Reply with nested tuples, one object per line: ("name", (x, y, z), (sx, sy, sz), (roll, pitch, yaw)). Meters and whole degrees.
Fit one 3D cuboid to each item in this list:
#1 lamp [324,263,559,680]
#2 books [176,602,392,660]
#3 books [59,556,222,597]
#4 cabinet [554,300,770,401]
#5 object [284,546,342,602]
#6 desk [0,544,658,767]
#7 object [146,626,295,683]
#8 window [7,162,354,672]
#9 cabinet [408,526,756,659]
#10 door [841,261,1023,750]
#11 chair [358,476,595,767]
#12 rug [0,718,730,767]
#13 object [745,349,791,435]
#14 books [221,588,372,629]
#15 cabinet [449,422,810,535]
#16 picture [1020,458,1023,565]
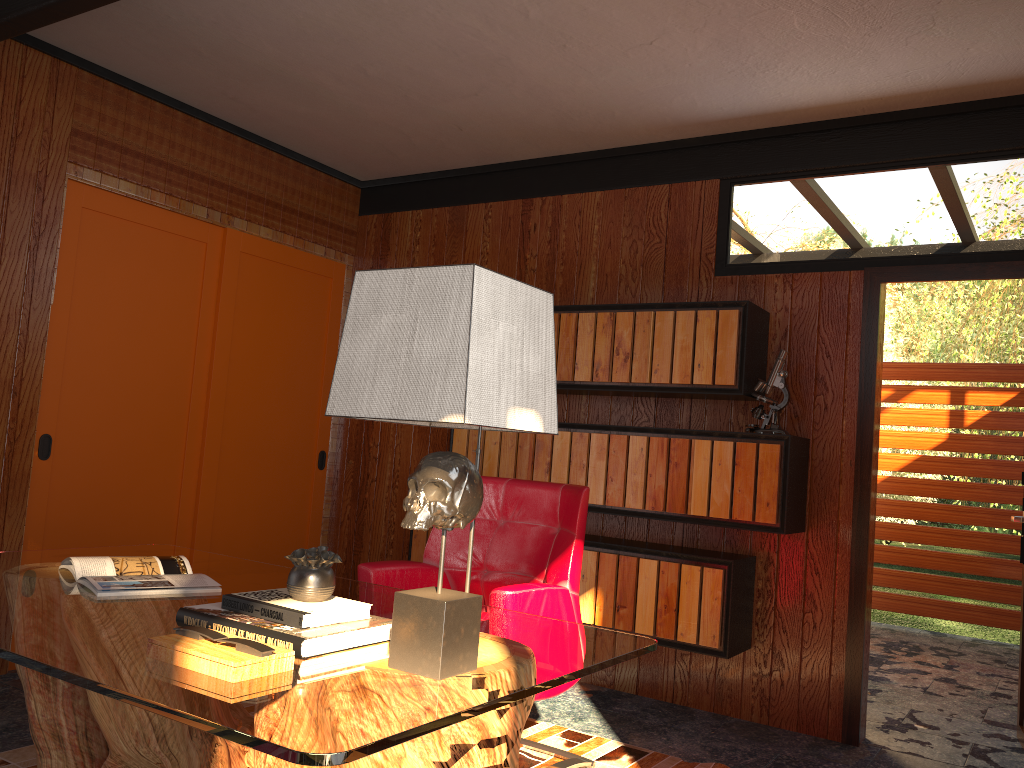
("lamp", (-0.134, 0.169, 1.667), (0.316, 0.732, 0.316), (2, -5, 33))
("books", (-0.473, 0.508, 1.877), (0.366, 0.040, 0.286), (2, -5, 33))
("books", (-0.996, 0.499, 2.364), (0.300, 0.049, 0.422), (8, -6, -38))
("cabinet", (0.334, -0.154, 4.181), (1.653, 0.390, 0.321), (2, -5, 33))
("object", (-0.437, 0.406, 1.904), (0.121, 0.114, 0.118), (2, -5, 27))
("desk", (-0.764, 0.841, 2.124), (1.900, 0.632, 1.150), (2, -5, 33))
("object", (-0.523, 0.477, 1.594), (0.238, 0.049, 0.135), (2, -5, 33))
("window", (-1.535, 0.220, 4.424), (0.070, 2.164, 1.837), (2, -5, 33))
("cabinet", (0.252, 0.895, 4.101), (1.653, 0.390, 0.321), (2, -5, 33))
("door", (1.899, 0.537, 3.713), (0.751, 1.955, 0.734), (2, -5, 33))
("chair", (-0.098, 0.797, 2.950), (0.621, 0.956, 0.839), (2, -5, 33))
("rug", (-0.362, 1.205, 2.415), (2.439, 0.042, 2.410), (2, -5, 33))
("object", (1.054, 0.032, 3.650), (0.142, 0.354, 0.181), (6, -5, -21))
("books", (-0.458, 0.475, 1.892), (0.249, 0.029, 0.198), (1, -5, 35))
("cabinet", (0.459, 0.388, 4.033), (1.653, 0.390, 0.321), (2, -5, 33))
("picture", (1.265, -0.034, 2.087), (0.061, 0.873, 0.916), (2, -5, 33))
